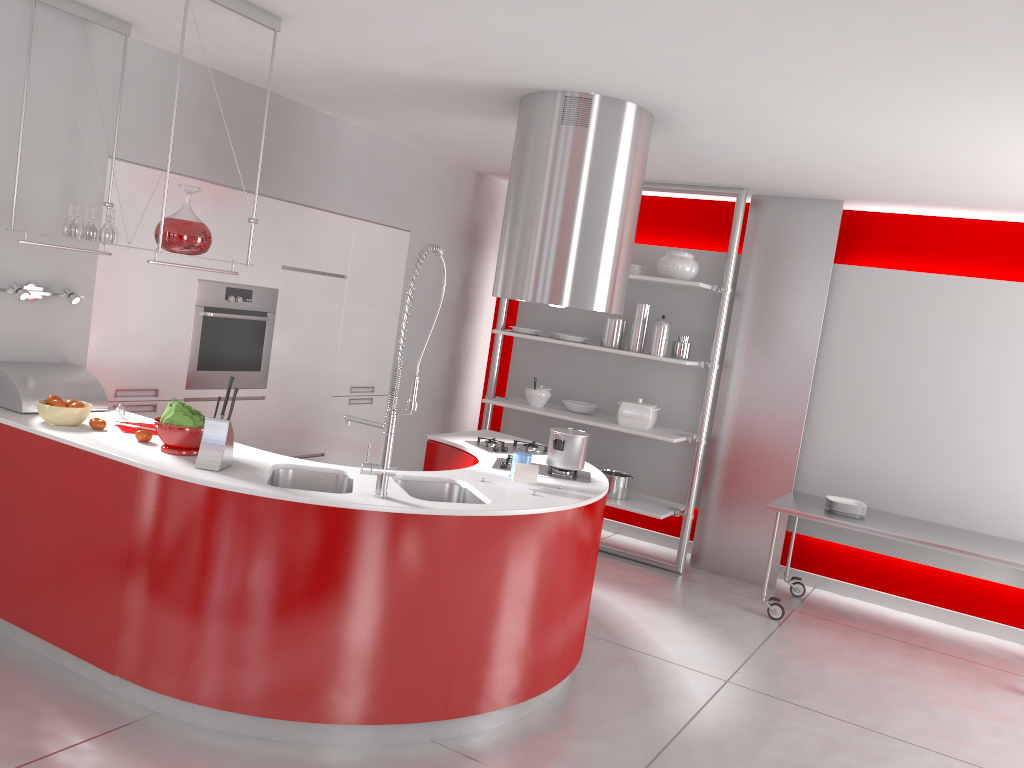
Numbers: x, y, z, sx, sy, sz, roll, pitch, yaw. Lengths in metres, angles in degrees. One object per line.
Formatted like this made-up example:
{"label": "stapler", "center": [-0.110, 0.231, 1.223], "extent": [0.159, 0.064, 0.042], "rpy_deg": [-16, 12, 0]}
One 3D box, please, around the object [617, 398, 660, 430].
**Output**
{"label": "object", "center": [0.872, 0.197, 6.137], "extent": [0.282, 0.197, 0.235], "rpy_deg": [10, 5, 19]}

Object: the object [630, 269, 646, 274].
{"label": "object", "center": [0.812, -0.781, 6.164], "extent": [0.200, 0.030, 0.200], "rpy_deg": [11, 6, 29]}

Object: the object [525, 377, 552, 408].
{"label": "object", "center": [0.191, 0.058, 6.454], "extent": [0.192, 0.214, 0.192], "rpy_deg": [10, 5, 15]}

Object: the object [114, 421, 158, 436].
{"label": "object", "center": [-1.562, 0.187, 3.728], "extent": [0.168, 0.006, 0.266], "rpy_deg": [5, 6, -34]}

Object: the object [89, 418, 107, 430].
{"label": "object", "center": [-1.678, 0.163, 3.591], "extent": [0.065, 0.047, 0.063], "rpy_deg": [11, 6, 28]}

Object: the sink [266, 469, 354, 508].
{"label": "sink", "center": [-0.758, 0.453, 3.305], "extent": [0.326, 0.172, 0.428], "rpy_deg": [8, 5, -10]}

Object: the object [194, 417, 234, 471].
{"label": "object", "center": [-1.078, 0.212, 3.232], "extent": [0.091, 0.178, 0.137], "rpy_deg": [9, 5, 2]}

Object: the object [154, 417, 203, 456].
{"label": "object", "center": [-1.259, 0.203, 3.408], "extent": [0.229, 0.118, 0.228], "rpy_deg": [8, 5, 0]}

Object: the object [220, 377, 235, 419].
{"label": "object", "center": [-1.065, 0.135, 3.253], "extent": [0.014, 0.322, 0.150], "rpy_deg": [8, 5, 0]}

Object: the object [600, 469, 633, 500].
{"label": "object", "center": [0.710, 0.702, 6.198], "extent": [0.240, 0.161, 0.259], "rpy_deg": [9, 5, 12]}

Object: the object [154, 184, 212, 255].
{"label": "object", "center": [-1.276, -0.640, 3.464], "extent": [0.213, 0.266, 0.213], "rpy_deg": [5, 6, -33]}

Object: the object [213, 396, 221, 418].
{"label": "object", "center": [-1.093, 0.145, 3.246], "extent": [0.009, 0.197, 0.091], "rpy_deg": [8, 5, 0]}

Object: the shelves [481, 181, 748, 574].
{"label": "shelves", "center": [0.606, -0.140, 6.294], "extent": [1.735, 2.599, 0.535], "rpy_deg": [11, 6, 29]}

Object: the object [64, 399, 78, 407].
{"label": "object", "center": [-1.816, 0.087, 3.652], "extent": [0.066, 0.049, 0.062], "rpy_deg": [11, 5, 26]}

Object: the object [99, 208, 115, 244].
{"label": "object", "center": [-1.637, -0.641, 3.595], "extent": [0.060, 0.141, 0.060], "rpy_deg": [11, 6, 29]}

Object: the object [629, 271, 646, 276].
{"label": "object", "center": [0.809, -0.765, 6.165], "extent": [0.200, 0.030, 0.200], "rpy_deg": [11, 6, 29]}

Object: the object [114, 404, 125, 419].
{"label": "object", "center": [-1.721, 0.118, 3.896], "extent": [0.043, 0.066, 0.042], "rpy_deg": [13, 7, 42]}

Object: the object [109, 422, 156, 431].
{"label": "object", "center": [-1.506, 0.190, 3.716], "extent": [0.375, 0.008, 0.041], "rpy_deg": [9, 5, 6]}

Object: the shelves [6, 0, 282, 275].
{"label": "shelves", "center": [-1.486, -1.011, 3.559], "extent": [0.934, 1.023, 0.462], "rpy_deg": [11, 6, 29]}

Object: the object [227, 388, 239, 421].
{"label": "object", "center": [-1.040, 0.155, 3.244], "extent": [0.012, 0.279, 0.130], "rpy_deg": [8, 5, 0]}

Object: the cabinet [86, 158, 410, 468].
{"label": "cabinet", "center": [-1.710, -0.116, 5.428], "extent": [0.614, 2.026, 2.398], "rpy_deg": [11, 6, 29]}

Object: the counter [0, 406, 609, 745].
{"label": "counter", "center": [-0.887, 0.723, 3.880], "extent": [2.865, 0.880, 1.868], "rpy_deg": [6, 6, -27]}

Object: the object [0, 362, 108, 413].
{"label": "object", "center": [-2.045, 0.011, 3.907], "extent": [0.300, 0.170, 0.400], "rpy_deg": [11, 6, 29]}

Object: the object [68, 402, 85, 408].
{"label": "object", "center": [-1.771, 0.098, 3.604], "extent": [0.066, 0.049, 0.062], "rpy_deg": [12, 6, 37]}

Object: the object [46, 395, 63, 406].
{"label": "object", "center": [-1.875, 0.075, 3.636], "extent": [0.055, 0.058, 0.066], "rpy_deg": [10, 5, 14]}

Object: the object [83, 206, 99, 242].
{"label": "object", "center": [-1.724, -0.658, 3.642], "extent": [0.060, 0.141, 0.060], "rpy_deg": [11, 6, 29]}

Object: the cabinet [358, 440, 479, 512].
{"label": "cabinet", "center": [-1.094, 0.645, 4.044], "extent": [1.875, 0.761, 1.025], "rpy_deg": [7, 5, -16]}

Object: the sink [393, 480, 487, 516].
{"label": "sink", "center": [-0.293, 0.510, 3.439], "extent": [0.326, 0.172, 0.428], "rpy_deg": [6, 5, -22]}

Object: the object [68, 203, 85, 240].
{"label": "object", "center": [-1.742, -0.654, 3.559], "extent": [0.060, 0.141, 0.060], "rpy_deg": [9, 5, 6]}

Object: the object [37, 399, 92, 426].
{"label": "object", "center": [-1.822, 0.121, 3.605], "extent": [0.201, 0.086, 0.201], "rpy_deg": [11, 6, 30]}

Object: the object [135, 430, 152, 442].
{"label": "object", "center": [-1.447, 0.204, 3.486], "extent": [0.064, 0.048, 0.063], "rpy_deg": [9, 5, 7]}

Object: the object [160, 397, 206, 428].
{"label": "object", "center": [-1.242, 0.152, 3.399], "extent": [0.198, 0.182, 0.193], "rpy_deg": [12, 6, 34]}

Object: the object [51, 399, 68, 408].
{"label": "object", "center": [-1.834, 0.089, 3.593], "extent": [0.065, 0.052, 0.062], "rpy_deg": [10, 5, 13]}

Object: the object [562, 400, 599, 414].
{"label": "object", "center": [0.493, 0.175, 6.454], "extent": [0.272, 0.072, 0.272], "rpy_deg": [8, 5, -7]}
